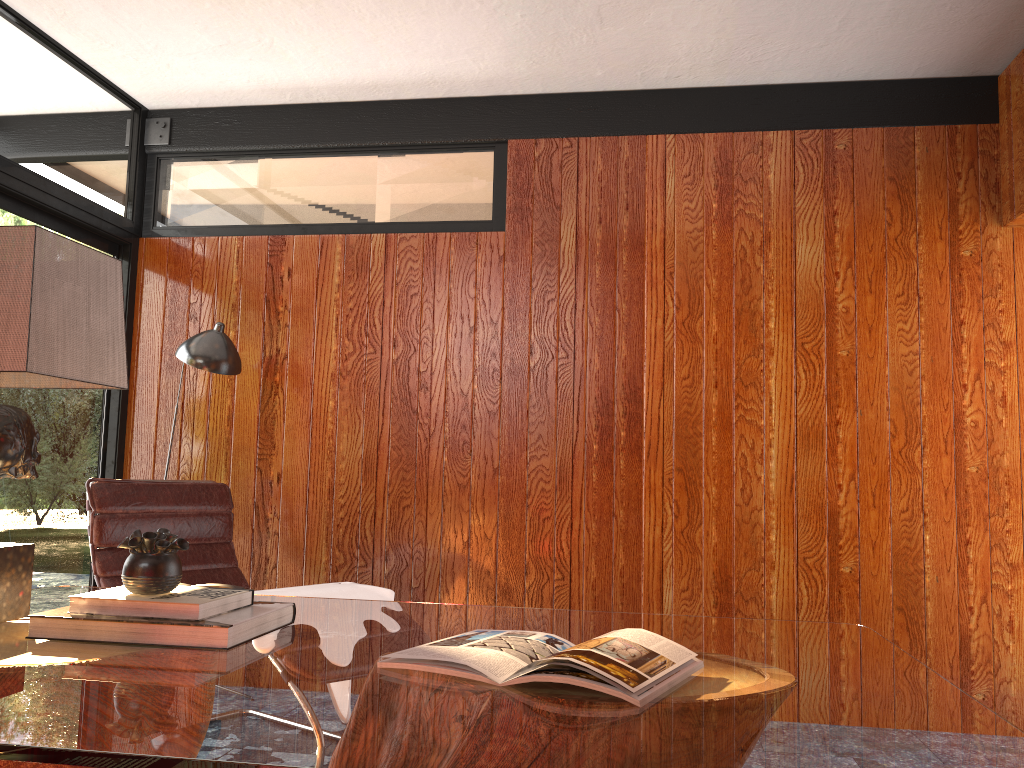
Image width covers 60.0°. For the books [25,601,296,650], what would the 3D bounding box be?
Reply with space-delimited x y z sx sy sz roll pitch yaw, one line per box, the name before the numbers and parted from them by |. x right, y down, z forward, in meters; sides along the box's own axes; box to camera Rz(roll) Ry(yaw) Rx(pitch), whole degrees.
books | -0.624 0.430 1.620 0.366 0.040 0.286 1 -6 9

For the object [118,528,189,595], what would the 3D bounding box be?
object | -0.640 0.321 1.602 0.121 0.114 0.118 1 -6 3

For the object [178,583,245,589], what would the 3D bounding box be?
object | -0.692 0.452 1.900 0.238 0.049 0.135 1 -6 9

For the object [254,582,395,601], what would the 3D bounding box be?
object | -0.731 0.905 2.878 0.713 0.489 0.897 4 -6 -23

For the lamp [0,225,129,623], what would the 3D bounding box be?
lamp | -0.997 0.085 1.745 0.316 0.732 0.316 1 -6 9

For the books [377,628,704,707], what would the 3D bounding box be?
books | 0.052 0.418 1.387 0.422 0.049 0.300 -2 -7 28

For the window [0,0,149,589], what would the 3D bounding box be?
window | -1.920 -0.105 2.933 0.085 2.580 2.260 1 -6 9

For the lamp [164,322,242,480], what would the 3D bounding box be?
lamp | -1.353 0.505 3.511 0.595 1.514 0.410 0 -6 18

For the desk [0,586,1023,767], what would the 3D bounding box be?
desk | -0.280 0.757 1.444 1.900 0.632 1.150 1 -6 9

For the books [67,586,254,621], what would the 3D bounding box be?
books | -0.629 0.393 1.607 0.249 0.029 0.198 0 -6 11

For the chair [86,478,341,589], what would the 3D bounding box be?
chair | -0.850 0.774 2.950 1.298 0.886 0.593 -3 -7 36
